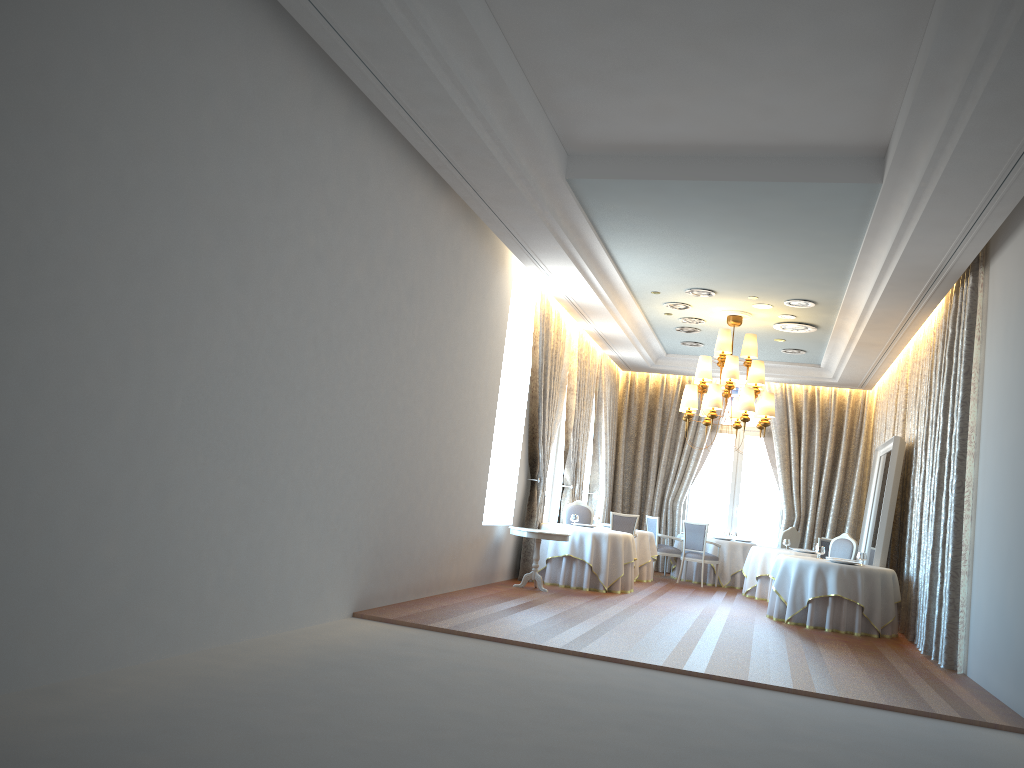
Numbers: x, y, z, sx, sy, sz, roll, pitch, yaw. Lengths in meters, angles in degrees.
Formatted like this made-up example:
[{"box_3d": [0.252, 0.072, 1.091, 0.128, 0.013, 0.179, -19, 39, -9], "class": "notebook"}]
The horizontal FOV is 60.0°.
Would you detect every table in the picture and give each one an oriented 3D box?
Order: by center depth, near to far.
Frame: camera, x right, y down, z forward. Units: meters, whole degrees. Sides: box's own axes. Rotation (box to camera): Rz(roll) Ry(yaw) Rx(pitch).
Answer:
[{"box_3d": [4.245, 2.795, 11.727, 1.663, 0.890, 1.667, 6, -7, 5], "class": "table"}, {"box_3d": [0.325, 2.345, 11.743, 0.761, 0.801, 0.760, 12, -8, -34], "class": "table"}, {"box_3d": [1.016, 2.572, 13.149, 1.663, 0.890, 1.667, 6, -7, 5], "class": "table"}, {"box_3d": [4.712, 3.227, 14.750, 1.663, 0.890, 1.667, 3, -8, 30], "class": "table"}, {"box_3d": [1.736, 2.972, 15.656, 1.667, 0.890, 1.663, 6, -7, 10], "class": "table"}, {"box_3d": [3.875, 3.388, 16.884, 1.667, 0.890, 1.663, 2, -9, 35], "class": "table"}]

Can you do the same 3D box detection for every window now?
[{"box_3d": [0.594, 0.633, 14.494, 0.259, 3.306, 1.882, 5, -7, 16], "class": "window"}, {"box_3d": [4.665, 1.611, 18.328, 1.881, 3.306, 0.196, 5, -7, 17], "class": "window"}]

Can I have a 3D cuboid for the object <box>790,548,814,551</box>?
[{"box_3d": [4.963, 2.843, 15.200, 0.419, 0.036, 0.419, 5, -7, 15], "class": "object"}]

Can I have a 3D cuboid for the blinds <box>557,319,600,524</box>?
[{"box_3d": [1.204, 0.879, 15.592, 0.335, 4.969, 2.257, 5, -7, 17], "class": "blinds"}]

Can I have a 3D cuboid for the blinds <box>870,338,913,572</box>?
[{"box_3d": [6.379, 1.451, 15.194, 0.238, 4.819, 4.439, 5, -7, 17], "class": "blinds"}]

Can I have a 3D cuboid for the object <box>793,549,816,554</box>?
[{"box_3d": [4.778, 2.723, 14.410, 0.419, 0.036, 0.419, 5, -7, 15], "class": "object"}]

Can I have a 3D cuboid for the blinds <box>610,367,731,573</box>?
[{"box_3d": [3.135, 1.460, 18.356, 2.535, 4.901, 0.386, 5, -7, 17], "class": "blinds"}]

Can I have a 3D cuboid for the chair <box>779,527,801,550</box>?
[{"box_3d": [4.803, 3.191, 16.161, 0.563, 1.233, 0.690, 12, -8, -33], "class": "chair"}]

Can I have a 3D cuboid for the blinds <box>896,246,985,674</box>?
[{"box_3d": [5.197, 0.790, 11.036, 0.238, 4.819, 4.439, 5, -7, 17], "class": "blinds"}]

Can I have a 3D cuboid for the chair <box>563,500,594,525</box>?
[{"box_3d": [1.070, 2.462, 14.004, 0.563, 1.233, 0.690, 8, -7, -8], "class": "chair"}]

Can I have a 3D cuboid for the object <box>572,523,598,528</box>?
[{"box_3d": [1.117, 2.172, 13.614, 0.419, 0.036, 0.419, 5, -7, 15], "class": "object"}]

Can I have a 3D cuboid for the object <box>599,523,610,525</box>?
[{"box_3d": [1.779, 2.571, 16.177, 0.419, 0.036, 0.419, 5, -7, 15], "class": "object"}]

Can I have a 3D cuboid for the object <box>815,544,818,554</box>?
[{"box_3d": [5.059, 2.716, 14.601, 0.128, 0.165, 0.128, 5, -7, 17], "class": "object"}]

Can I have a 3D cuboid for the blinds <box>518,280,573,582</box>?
[{"box_3d": [0.517, 0.504, 13.261, 0.315, 4.930, 2.204, 5, -7, 17], "class": "blinds"}]

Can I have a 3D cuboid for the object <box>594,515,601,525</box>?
[{"box_3d": [1.535, 2.456, 16.012, 0.128, 0.165, 0.128, 5, -7, 17], "class": "object"}]

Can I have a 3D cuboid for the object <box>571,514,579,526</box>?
[{"box_3d": [0.944, 2.053, 13.354, 0.128, 0.165, 0.128, 7, -7, -1], "class": "object"}]

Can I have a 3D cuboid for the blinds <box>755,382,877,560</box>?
[{"box_3d": [5.880, 1.697, 17.532, 2.476, 4.901, 0.386, 5, -7, 17], "class": "blinds"}]

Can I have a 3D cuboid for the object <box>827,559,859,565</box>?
[{"box_3d": [4.233, 2.275, 11.341, 0.419, 0.036, 0.419, 5, -7, 15], "class": "object"}]

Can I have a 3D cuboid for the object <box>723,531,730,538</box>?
[{"box_3d": [4.069, 2.865, 16.792, 0.128, 0.165, 0.128, 5, -7, 17], "class": "object"}]

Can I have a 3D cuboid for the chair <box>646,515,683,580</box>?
[{"box_3d": [2.854, 3.083, 16.767, 0.629, 1.108, 0.650, 9, -7, -18], "class": "chair"}]

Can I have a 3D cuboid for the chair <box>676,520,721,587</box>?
[{"box_3d": [3.331, 3.030, 15.866, 0.650, 1.108, 0.629, 3, -8, 32], "class": "chair"}]

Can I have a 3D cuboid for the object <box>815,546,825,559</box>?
[{"box_3d": [4.201, 2.298, 12.085, 0.128, 0.165, 0.128, 14, -10, -43], "class": "object"}]

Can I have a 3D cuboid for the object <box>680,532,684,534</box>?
[{"box_3d": [3.420, 2.869, 16.943, 0.419, 0.036, 0.419, 5, -7, 15], "class": "object"}]

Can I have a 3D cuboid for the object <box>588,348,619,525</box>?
[{"box_3d": [1.849, 1.260, 17.650, 0.386, 4.901, 2.121, 5, -7, 17], "class": "object"}]

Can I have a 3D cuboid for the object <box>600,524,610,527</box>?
[{"box_3d": [1.727, 2.450, 15.254, 0.419, 0.036, 0.419, 5, -7, 15], "class": "object"}]

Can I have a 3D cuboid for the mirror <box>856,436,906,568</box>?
[{"box_3d": [5.354, 2.136, 13.060, 0.385, 2.564, 2.251, 5, -7, 17], "class": "mirror"}]

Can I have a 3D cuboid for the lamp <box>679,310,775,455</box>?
[{"box_3d": [3.282, -0.030, 13.417, 1.373, 2.121, 1.373, 12, -9, -36], "class": "lamp"}]

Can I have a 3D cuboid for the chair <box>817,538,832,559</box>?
[{"box_3d": [4.764, 2.946, 13.764, 0.650, 1.108, 0.629, 9, -7, -13], "class": "chair"}]

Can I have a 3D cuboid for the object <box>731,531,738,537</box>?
[{"box_3d": [4.298, 2.939, 17.163, 0.128, 0.165, 0.128, 5, -7, 17], "class": "object"}]

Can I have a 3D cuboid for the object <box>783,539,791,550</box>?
[{"box_3d": [4.681, 2.733, 15.115, 0.128, 0.165, 0.128, 5, -7, 17], "class": "object"}]

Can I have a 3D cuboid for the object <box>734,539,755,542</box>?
[{"box_3d": [4.397, 2.977, 16.844, 0.419, 0.036, 0.419, 5, -7, 15], "class": "object"}]

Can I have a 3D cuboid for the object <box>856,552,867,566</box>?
[{"box_3d": [4.536, 2.267, 11.502, 0.128, 0.165, 0.128, 5, -7, 17], "class": "object"}]

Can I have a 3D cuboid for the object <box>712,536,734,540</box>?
[{"box_3d": [3.924, 2.875, 16.492, 0.419, 0.036, 0.419, 5, -7, 15], "class": "object"}]

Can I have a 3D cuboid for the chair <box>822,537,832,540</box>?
[{"box_3d": [5.614, 3.295, 15.733, 0.650, 1.108, 0.629, 2, -9, 36], "class": "chair"}]

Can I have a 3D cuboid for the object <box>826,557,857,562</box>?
[{"box_3d": [4.518, 2.411, 12.154, 0.419, 0.036, 0.419, 5, -7, 15], "class": "object"}]

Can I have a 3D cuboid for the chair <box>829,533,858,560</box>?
[{"box_3d": [4.471, 2.712, 12.634, 0.690, 1.233, 0.563, 10, -8, -23], "class": "chair"}]

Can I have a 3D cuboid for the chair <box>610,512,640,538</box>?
[{"box_3d": [1.719, 2.672, 14.588, 0.650, 1.108, 0.629, 8, -7, -8], "class": "chair"}]
